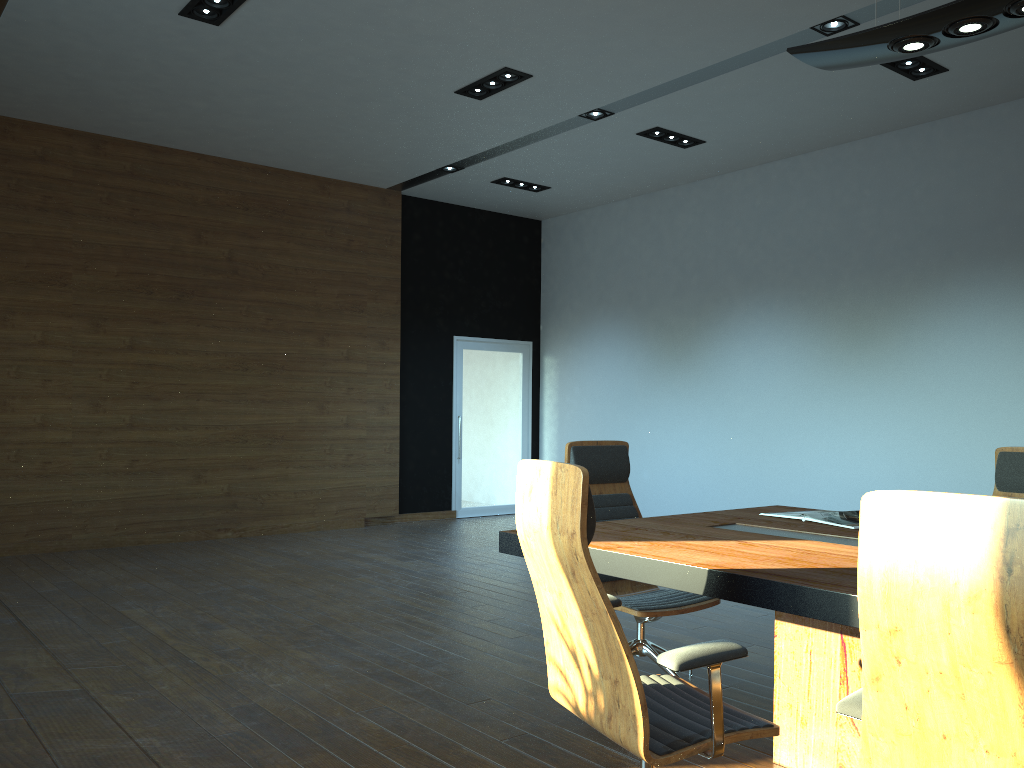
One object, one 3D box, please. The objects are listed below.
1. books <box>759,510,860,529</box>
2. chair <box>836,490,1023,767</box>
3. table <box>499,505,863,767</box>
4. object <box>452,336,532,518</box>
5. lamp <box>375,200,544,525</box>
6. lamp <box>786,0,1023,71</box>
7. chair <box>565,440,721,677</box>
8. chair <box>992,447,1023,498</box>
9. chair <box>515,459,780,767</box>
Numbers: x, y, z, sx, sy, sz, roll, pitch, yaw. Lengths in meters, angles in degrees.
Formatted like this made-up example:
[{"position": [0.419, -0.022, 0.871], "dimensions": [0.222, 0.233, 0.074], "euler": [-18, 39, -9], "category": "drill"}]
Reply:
[{"position": [1.418, 0.576, 3.872], "dimensions": [0.389, 0.033, 0.544], "euler": [2, -2, -27], "category": "books"}, {"position": [0.997, 0.754, 1.648], "dimensions": [0.696, 1.128, 0.706], "euler": [1, 0, -38], "category": "chair"}, {"position": [2.366, 0.933, 1.784], "dimensions": [1.785, 0.797, 5.541], "euler": [2, -2, -38], "category": "table"}, {"position": [-0.276, 0.532, 10.899], "dimensions": [1.198, 2.161, 0.200], "euler": [1, 1, -38], "category": "object"}, {"position": [-1.748, -0.417, 6.400], "dimensions": [9.395, 3.709, 16.682], "euler": [2, -2, -38], "category": "lamp"}, {"position": [1.504, -1.760, 2.885], "dimensions": [0.340, 1.200, 1.196], "euler": [0, 0, -38], "category": "lamp"}, {"position": [0.596, 0.832, 4.065], "dimensions": [0.706, 1.128, 0.696], "euler": [1, 0, -36], "category": "chair"}, {"position": [2.081, 0.838, 3.793], "dimensions": [0.696, 1.128, 0.706], "euler": [1, 0, -31], "category": "chair"}, {"position": [0.383, 0.776, 2.484], "dimensions": [0.696, 1.128, 0.706], "euler": [1, 0, -23], "category": "chair"}]
